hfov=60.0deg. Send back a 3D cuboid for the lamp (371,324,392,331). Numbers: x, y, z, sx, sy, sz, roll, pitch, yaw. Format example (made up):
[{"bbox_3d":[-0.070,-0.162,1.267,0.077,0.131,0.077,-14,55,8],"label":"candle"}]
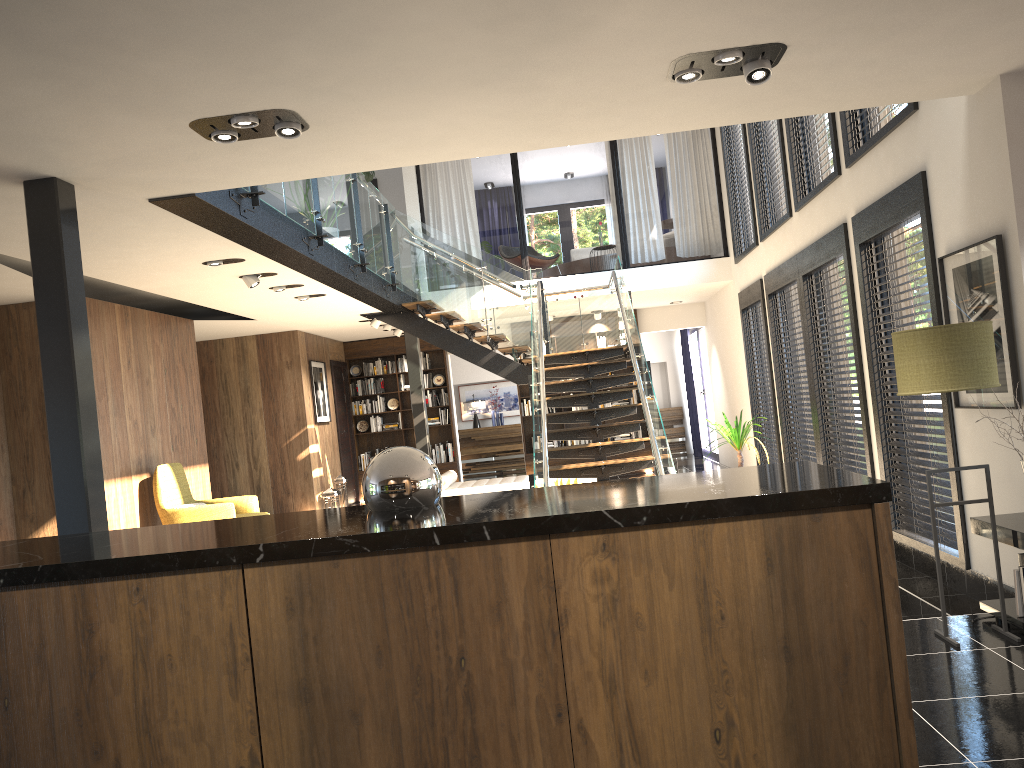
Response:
[{"bbox_3d":[-1.893,-0.880,12.992,0.346,0.231,0.195,-6,-1,4],"label":"lamp"}]

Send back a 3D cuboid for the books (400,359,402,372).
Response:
[{"bbox_3d":[-1.842,-0.310,14.924,0.014,0.231,0.280,-6,-1,4],"label":"books"}]

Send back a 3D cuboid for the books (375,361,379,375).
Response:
[{"bbox_3d":[-2.250,-0.266,14.951,0.039,0.230,0.205,-6,-1,4],"label":"books"}]

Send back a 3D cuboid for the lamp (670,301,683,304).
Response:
[{"bbox_3d":[2.630,-1.365,14.244,0.195,0.158,0.346,-6,-1,4],"label":"lamp"}]

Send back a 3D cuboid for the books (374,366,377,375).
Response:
[{"bbox_3d":[-2.282,-0.224,14.971,0.035,0.156,0.186,-6,-1,4],"label":"books"}]

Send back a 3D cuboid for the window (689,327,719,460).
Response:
[{"bbox_3d":[3.581,0.122,16.364,0.184,2.475,2.981,-6,-1,4],"label":"window"}]

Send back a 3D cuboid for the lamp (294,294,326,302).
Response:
[{"bbox_3d":[-2.151,-0.979,9.431,0.346,0.177,0.195,-6,-1,4],"label":"lamp"}]

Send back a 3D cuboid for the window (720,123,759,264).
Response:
[{"bbox_3d":[2.919,-2.833,10.944,0.358,2.475,1.393,-6,-1,4],"label":"window"}]

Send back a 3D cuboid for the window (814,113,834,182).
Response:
[{"bbox_3d":[2.763,-2.905,7.747,0.005,2.296,1.221,-6,-1,4],"label":"window"}]

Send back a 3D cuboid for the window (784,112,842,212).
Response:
[{"bbox_3d":[2.693,-2.897,7.760,0.358,2.475,1.393,-6,-1,4],"label":"window"}]

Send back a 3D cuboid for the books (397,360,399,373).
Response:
[{"bbox_3d":[-1.909,-0.292,14.983,0.023,0.213,0.194,-6,-1,4],"label":"books"}]

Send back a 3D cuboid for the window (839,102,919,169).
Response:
[{"bbox_3d":[2.581,-2.929,6.179,0.358,2.475,1.393,-6,-1,4],"label":"window"}]

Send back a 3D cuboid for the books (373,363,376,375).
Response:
[{"bbox_3d":[-2.313,-0.244,15.001,0.025,0.203,0.156,-6,-1,4],"label":"books"}]

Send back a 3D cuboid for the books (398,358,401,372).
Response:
[{"bbox_3d":[-1.864,-0.310,14.946,0.033,0.237,0.231,-6,-1,4],"label":"books"}]

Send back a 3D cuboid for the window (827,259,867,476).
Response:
[{"bbox_3d":[3.070,-0.066,7.766,0.005,2.296,1.313,-6,-1,4],"label":"window"}]

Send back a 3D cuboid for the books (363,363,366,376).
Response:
[{"bbox_3d":[-2.478,-0.242,14.994,0.017,0.234,0.200,-6,-1,4],"label":"books"}]

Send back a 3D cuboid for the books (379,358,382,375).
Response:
[{"bbox_3d":[-2.203,-0.295,14.935,0.012,0.278,0.228,-6,-1,4],"label":"books"}]

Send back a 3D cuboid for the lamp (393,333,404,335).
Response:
[{"bbox_3d":[-1.786,-0.876,14.542,0.346,0.177,0.195,-6,-1,4],"label":"lamp"}]

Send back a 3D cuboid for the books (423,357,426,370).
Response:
[{"bbox_3d":[-1.454,-0.344,14.954,0.037,0.218,0.144,-6,-1,4],"label":"books"}]

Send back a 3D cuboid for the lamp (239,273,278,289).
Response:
[{"bbox_3d":[-2.256,-0.975,7.884,0.346,0.247,0.195,-6,-1,4],"label":"lamp"}]

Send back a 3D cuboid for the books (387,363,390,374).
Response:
[{"bbox_3d":[-2.067,-0.256,14.939,0.029,0.172,0.187,-6,-1,4],"label":"books"}]

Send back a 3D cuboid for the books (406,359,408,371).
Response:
[{"bbox_3d":[-1.741,-0.308,14.956,0.027,0.207,0.203,-6,-1,4],"label":"books"}]

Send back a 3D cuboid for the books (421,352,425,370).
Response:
[{"bbox_3d":[-1.489,-0.384,14.896,0.017,0.302,0.266,-6,-1,4],"label":"books"}]

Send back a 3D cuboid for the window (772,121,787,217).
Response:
[{"bbox_3d":[2.876,-2.873,9.339,0.005,2.296,1.221,-6,-1,4],"label":"window"}]

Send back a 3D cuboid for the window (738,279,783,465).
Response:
[{"bbox_3d":[3.222,0.008,10.904,0.358,2.475,1.393,-6,-1,4],"label":"window"}]

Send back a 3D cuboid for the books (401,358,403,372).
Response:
[{"bbox_3d":[-1.830,-0.316,14.919,0.013,0.239,0.255,-6,-1,4],"label":"books"}]

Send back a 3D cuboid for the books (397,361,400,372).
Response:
[{"bbox_3d":[-1.890,-0.291,14.936,0.021,0.204,0.224,-6,-1,4],"label":"books"}]

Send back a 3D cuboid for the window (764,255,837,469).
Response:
[{"bbox_3d":[3.106,-0.028,9.272,0.358,2.475,1.498,-6,-1,4],"label":"window"}]

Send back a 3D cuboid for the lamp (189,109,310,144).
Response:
[{"bbox_3d":[-1.205,-1.238,4.068,0.501,0.194,0.349,-6,-1,4],"label":"lamp"}]

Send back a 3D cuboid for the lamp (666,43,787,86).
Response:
[{"bbox_3d":[0.938,-1.452,3.918,0.501,0.231,0.349,-6,-1,4],"label":"lamp"}]

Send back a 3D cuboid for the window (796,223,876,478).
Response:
[{"bbox_3d":[3.000,-0.058,7.780,0.358,2.475,1.498,-6,-1,4],"label":"window"}]

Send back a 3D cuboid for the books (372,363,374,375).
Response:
[{"bbox_3d":[-2.334,-0.246,14.986,0.014,0.212,0.184,-6,-1,4],"label":"books"}]

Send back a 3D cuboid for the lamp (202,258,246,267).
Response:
[{"bbox_3d":[-2.316,-1.036,7.110,0.346,0.158,0.195,-6,-1,4],"label":"lamp"}]

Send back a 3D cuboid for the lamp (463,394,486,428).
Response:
[{"bbox_3d":[-0.759,0.566,18.276,0.470,0.725,0.470,-6,-1,-4],"label":"lamp"}]

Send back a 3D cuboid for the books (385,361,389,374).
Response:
[{"bbox_3d":[-2.096,-0.275,14.974,0.030,0.217,0.165,-6,-1,4],"label":"books"}]

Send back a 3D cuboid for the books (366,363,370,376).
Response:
[{"bbox_3d":[-2.413,-0.243,14.978,0.026,0.222,0.202,-6,-1,4],"label":"books"}]

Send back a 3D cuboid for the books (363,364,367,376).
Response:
[{"bbox_3d":[-2.459,-0.236,14.955,0.024,0.216,0.210,-6,-1,4],"label":"books"}]

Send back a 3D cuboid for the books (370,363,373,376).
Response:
[{"bbox_3d":[-2.370,-0.245,14.982,0.059,0.216,0.159,-6,-1,4],"label":"books"}]

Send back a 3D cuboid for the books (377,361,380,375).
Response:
[{"bbox_3d":[-2.220,-0.274,14.937,0.025,0.239,0.220,-6,-1,4],"label":"books"}]

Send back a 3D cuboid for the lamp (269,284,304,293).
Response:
[{"bbox_3d":[-2.205,-0.995,8.657,0.346,0.177,0.195,-6,-1,4],"label":"lamp"}]

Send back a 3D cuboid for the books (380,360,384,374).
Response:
[{"bbox_3d":[-2.183,-0.280,14.958,0.020,0.245,0.228,-6,-1,4],"label":"books"}]

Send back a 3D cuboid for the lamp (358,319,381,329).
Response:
[{"bbox_3d":[-1.946,-0.880,12.220,0.346,0.262,0.195,-6,-1,4],"label":"lamp"}]

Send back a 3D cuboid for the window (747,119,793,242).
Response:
[{"bbox_3d":[2.806,-2.865,9.352,0.358,2.475,1.393,-6,-1,4],"label":"window"}]

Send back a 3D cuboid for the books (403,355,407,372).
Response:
[{"bbox_3d":[-1.787,-0.340,14.891,0.011,0.276,0.287,-6,-1,4],"label":"books"}]

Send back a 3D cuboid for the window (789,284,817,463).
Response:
[{"bbox_3d":[3.176,-0.036,9.258,0.005,2.296,1.313,-6,-1,4],"label":"window"}]

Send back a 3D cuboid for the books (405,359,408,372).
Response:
[{"bbox_3d":[-1.765,-0.310,14.941,0.019,0.216,0.214,-6,-1,4],"label":"books"}]

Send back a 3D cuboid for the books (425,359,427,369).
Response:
[{"bbox_3d":[-1.423,-0.332,14.926,0.027,0.186,0.220,-6,-1,4],"label":"books"}]

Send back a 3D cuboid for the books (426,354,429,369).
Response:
[{"bbox_3d":[-1.409,-0.373,14.903,0.013,0.262,0.217,-6,-1,4],"label":"books"}]

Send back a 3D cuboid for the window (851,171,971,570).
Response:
[{"bbox_3d":[2.884,-0.091,6.139,0.358,2.475,1.393,-6,-1,4],"label":"window"}]

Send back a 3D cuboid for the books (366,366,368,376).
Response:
[{"bbox_3d":[-2.433,-0.220,14.999,0.020,0.180,0.153,-6,-1,4],"label":"books"}]

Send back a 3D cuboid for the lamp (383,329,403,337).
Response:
[{"bbox_3d":[-1.836,-0.849,13.765,0.346,0.262,0.195,-6,-1,4],"label":"lamp"}]

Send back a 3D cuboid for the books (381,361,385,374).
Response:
[{"bbox_3d":[-2.162,-0.277,14.967,0.020,0.235,0.206,-6,-1,4],"label":"books"}]

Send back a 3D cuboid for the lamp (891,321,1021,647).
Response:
[{"bbox_3d":[2.120,0.450,4.204,0.437,1.444,0.637,-7,-1,29],"label":"lamp"}]

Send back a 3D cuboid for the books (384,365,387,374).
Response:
[{"bbox_3d":[-2.127,-0.237,14.986,0.040,0.149,0.125,-6,-1,4],"label":"books"}]

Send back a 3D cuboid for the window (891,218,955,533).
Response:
[{"bbox_3d":[2.954,-0.099,6.126,0.005,2.296,1.221,-6,-1,4],"label":"window"}]

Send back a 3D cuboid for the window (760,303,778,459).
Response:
[{"bbox_3d":[3.292,0.000,10.891,0.005,2.296,1.221,-6,-1,4],"label":"window"}]

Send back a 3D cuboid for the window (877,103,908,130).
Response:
[{"bbox_3d":[2.651,-2.937,6.166,0.005,2.296,1.221,-6,-1,4],"label":"window"}]

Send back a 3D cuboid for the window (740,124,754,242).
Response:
[{"bbox_3d":[2.988,-2.841,10.931,0.005,2.296,1.221,-6,-1,4],"label":"window"}]
